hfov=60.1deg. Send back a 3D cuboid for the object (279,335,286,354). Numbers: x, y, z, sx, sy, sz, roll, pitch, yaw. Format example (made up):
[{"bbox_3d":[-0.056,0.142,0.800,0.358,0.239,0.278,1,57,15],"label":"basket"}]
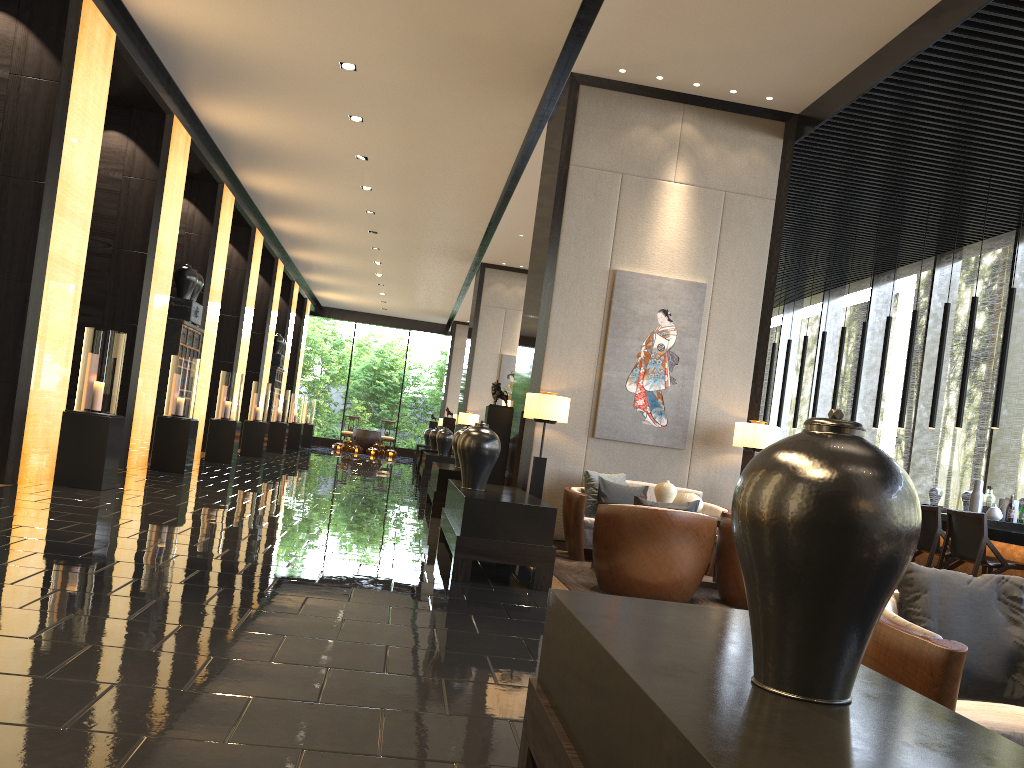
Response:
[{"bbox_3d":[-5.580,-0.939,21.170,0.312,0.492,0.311,8,-2,-26],"label":"object"}]

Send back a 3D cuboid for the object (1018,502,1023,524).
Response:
[{"bbox_3d":[4.608,1.162,7.985,0.056,0.197,0.056,8,-1,-5],"label":"object"}]

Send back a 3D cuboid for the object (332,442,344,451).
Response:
[{"bbox_3d":[-5.130,1.850,26.234,0.369,0.229,0.371,7,-3,11],"label":"object"}]

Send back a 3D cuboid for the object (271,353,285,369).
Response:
[{"bbox_3d":[-5.603,-0.544,20.995,0.365,0.314,0.606,8,-3,-7],"label":"object"}]

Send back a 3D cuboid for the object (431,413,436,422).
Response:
[{"bbox_3d":[-2.319,0.987,26.142,0.176,0.246,0.115,8,-1,-2],"label":"object"}]

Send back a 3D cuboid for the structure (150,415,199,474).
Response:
[{"bbox_3d":[-4.097,0.730,10.757,0.402,0.657,0.402,8,-1,-7],"label":"structure"}]

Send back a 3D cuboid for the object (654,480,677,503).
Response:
[{"bbox_3d":[1.154,0.844,6.677,0.170,0.235,0.172,7,-2,28],"label":"object"}]

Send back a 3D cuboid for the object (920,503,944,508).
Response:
[{"bbox_3d":[3.791,1.127,8.026,0.227,0.067,0.228,8,-4,-4],"label":"object"}]

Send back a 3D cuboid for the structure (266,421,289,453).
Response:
[{"bbox_3d":[-5.179,1.173,19.500,0.402,0.657,0.402,8,-1,-7],"label":"structure"}]

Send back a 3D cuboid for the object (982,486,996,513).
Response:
[{"bbox_3d":[4.392,1.091,8.162,0.129,0.305,0.129,8,-1,-21],"label":"object"}]

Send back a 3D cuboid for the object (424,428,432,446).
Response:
[{"bbox_3d":[-2.273,1.438,24.241,0.311,0.492,0.312,7,-1,12],"label":"object"}]

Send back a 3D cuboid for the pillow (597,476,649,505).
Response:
[{"bbox_3d":[0.917,0.977,7.432,0.472,0.361,0.219,8,-1,-10],"label":"pillow"}]

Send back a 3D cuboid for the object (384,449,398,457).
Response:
[{"bbox_3d":[-3.610,2.061,26.405,0.371,0.229,0.369,9,-3,-34],"label":"object"}]

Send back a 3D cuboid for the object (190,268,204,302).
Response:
[{"bbox_3d":[-4.498,-1.382,12.418,0.312,0.492,0.311,8,-2,-26],"label":"object"}]

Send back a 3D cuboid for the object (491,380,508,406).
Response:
[{"bbox_3d":[-0.115,0.086,8.341,0.176,0.246,0.115,8,-1,-7],"label":"object"}]

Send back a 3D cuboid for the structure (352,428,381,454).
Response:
[{"bbox_3d":[-4.388,1.730,26.634,0.875,0.709,0.873,8,-3,-18],"label":"structure"}]

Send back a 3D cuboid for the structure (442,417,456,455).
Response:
[{"bbox_3d":[-1.291,1.258,17.226,0.240,1.217,0.240,8,-1,-7],"label":"structure"}]

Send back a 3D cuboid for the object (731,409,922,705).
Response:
[{"bbox_3d":[0.535,0.289,1.544,0.312,0.492,0.311,8,-1,-18],"label":"object"}]

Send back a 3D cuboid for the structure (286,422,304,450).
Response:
[{"bbox_3d":[-5.540,1.320,22.415,0.402,0.657,0.402,8,-1,-7],"label":"structure"}]

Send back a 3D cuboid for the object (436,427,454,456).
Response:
[{"bbox_3d":[-1.164,0.984,15.275,0.311,0.492,0.312,7,-1,12],"label":"object"}]

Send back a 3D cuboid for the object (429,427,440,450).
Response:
[{"bbox_3d":[-1.637,1.178,19.099,0.311,0.492,0.312,7,-1,12],"label":"object"}]

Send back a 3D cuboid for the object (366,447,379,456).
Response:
[{"bbox_3d":[-4.059,1.961,25.786,0.370,0.229,0.370,8,-3,-4],"label":"object"}]

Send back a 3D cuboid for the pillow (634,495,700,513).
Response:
[{"bbox_3d":[0.972,0.877,5.645,0.441,0.338,0.205,8,-1,0],"label":"pillow"}]

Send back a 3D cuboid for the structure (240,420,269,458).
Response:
[{"bbox_3d":[-4.819,1.025,16.586,0.402,0.657,0.402,8,-1,-7],"label":"structure"}]

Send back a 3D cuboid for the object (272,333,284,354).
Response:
[{"bbox_3d":[-5.540,-0.956,20.840,0.312,0.492,0.310,8,-2,-33],"label":"object"}]

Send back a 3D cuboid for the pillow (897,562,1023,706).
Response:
[{"bbox_3d":[1.280,0.703,2.509,0.399,0.362,0.222,8,-1,-6],"label":"pillow"}]

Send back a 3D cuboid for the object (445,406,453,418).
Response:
[{"bbox_3d":[-1.222,0.549,17.240,0.162,0.217,0.102,8,-1,-19],"label":"object"}]

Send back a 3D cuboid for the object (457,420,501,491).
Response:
[{"bbox_3d":[-0.243,0.504,6.295,0.311,0.492,0.312,7,-1,12],"label":"object"}]

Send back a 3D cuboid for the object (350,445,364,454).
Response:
[{"bbox_3d":[-4.511,1.897,25.725,0.369,0.229,0.371,7,-3,16],"label":"object"}]

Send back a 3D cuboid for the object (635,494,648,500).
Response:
[{"bbox_3d":[0.987,0.889,6.747,0.092,0.112,0.091,9,-3,-44],"label":"object"}]

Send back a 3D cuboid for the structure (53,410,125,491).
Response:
[{"bbox_3d":[-3.737,0.582,7.843,0.402,0.657,0.402,8,-1,-7],"label":"structure"}]

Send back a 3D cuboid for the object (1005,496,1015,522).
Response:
[{"bbox_3d":[4.513,1.131,8.013,0.067,0.237,0.067,8,-1,-13],"label":"object"}]

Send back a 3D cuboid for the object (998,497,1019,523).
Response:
[{"bbox_3d":[4.557,1.154,8.130,0.169,0.219,0.168,8,-2,-11],"label":"object"}]

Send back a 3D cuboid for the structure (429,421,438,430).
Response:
[{"bbox_3d":[-2.394,1.710,26.142,0.240,1.217,0.240,8,-1,-7],"label":"structure"}]

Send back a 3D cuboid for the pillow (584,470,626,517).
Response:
[{"bbox_3d":[0.802,0.950,7.574,0.434,0.399,0.200,9,-2,-29],"label":"pillow"}]

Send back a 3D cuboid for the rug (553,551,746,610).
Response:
[{"bbox_3d":[1.214,1.493,6.693,1.959,0.008,2.243,8,-4,-7],"label":"rug"}]

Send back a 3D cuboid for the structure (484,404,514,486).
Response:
[{"bbox_3d":[-0.190,0.808,8.334,0.240,1.217,0.240,8,-1,-7],"label":"structure"}]

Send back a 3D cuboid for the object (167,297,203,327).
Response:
[{"bbox_3d":[-4.520,-0.988,12.243,0.365,0.314,0.606,8,-3,-7],"label":"object"}]

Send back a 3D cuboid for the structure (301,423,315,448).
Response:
[{"bbox_3d":[-5.900,1.468,25.329,0.402,0.657,0.402,8,-1,-7],"label":"structure"}]

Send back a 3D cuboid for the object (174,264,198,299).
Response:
[{"bbox_3d":[-4.457,-1.399,12.088,0.313,0.492,0.310,9,-2,-41],"label":"object"}]

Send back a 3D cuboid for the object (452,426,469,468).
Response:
[{"bbox_3d":[-0.547,0.732,10.291,0.312,0.492,0.311,8,-2,-26],"label":"object"}]

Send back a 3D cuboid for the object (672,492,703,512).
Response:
[{"bbox_3d":[1.336,0.911,6.757,0.245,0.168,0.245,8,-3,-4],"label":"object"}]

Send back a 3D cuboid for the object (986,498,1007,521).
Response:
[{"bbox_3d":[4.358,1.119,7.989,0.136,0.217,0.135,8,-1,-20],"label":"object"}]

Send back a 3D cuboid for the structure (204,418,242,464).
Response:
[{"bbox_3d":[-4.458,0.877,13.672,0.402,0.657,0.402,8,-1,-7],"label":"structure"}]

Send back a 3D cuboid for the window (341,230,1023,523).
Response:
[{"bbox_3d":[-0.754,-0.480,12.910,12.064,4.223,31.908,8,-4,-7],"label":"window"}]

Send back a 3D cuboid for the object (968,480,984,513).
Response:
[{"bbox_3d":[4.253,1.049,8.100,0.113,0.344,0.113,8,-1,-11],"label":"object"}]
